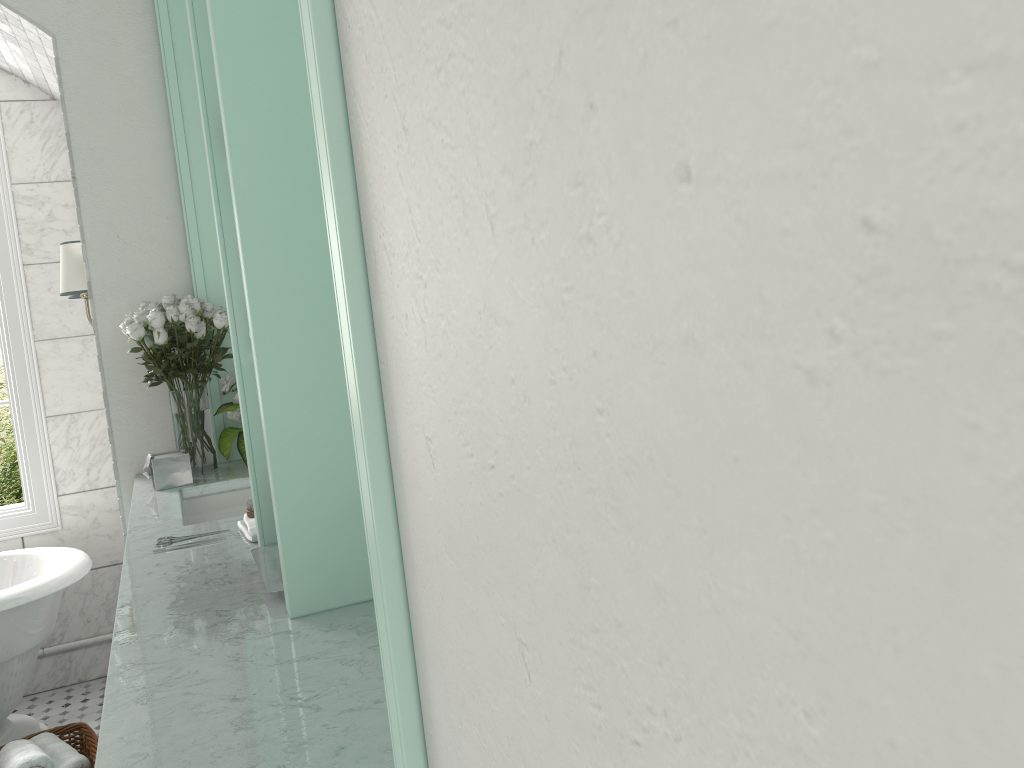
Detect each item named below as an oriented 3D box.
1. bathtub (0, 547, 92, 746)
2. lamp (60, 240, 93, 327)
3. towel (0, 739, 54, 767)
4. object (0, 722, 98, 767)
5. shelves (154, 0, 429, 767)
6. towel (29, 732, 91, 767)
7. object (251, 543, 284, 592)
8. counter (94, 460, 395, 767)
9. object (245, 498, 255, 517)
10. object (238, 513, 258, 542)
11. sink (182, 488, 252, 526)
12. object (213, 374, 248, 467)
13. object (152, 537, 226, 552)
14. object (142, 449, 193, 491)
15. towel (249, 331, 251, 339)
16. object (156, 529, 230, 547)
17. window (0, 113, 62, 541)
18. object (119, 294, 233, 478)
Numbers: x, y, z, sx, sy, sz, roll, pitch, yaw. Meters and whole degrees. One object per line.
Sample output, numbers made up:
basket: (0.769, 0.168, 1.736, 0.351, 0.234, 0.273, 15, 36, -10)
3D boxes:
bathtub: (-2.734, 1.249, 3.367, 2.169, 0.756, 0.942, -9, 6, -22)
lamp: (-1.732, -0.399, 3.760, 0.309, 0.382, 0.548, -8, 6, -21)
towel: (-1.616, 1.299, 2.936, 0.150, 0.211, 0.321, -10, 6, -39)
object: (-1.575, 1.406, 3.025, 0.346, 0.260, 0.550, -10, 6, -31)
shelves: (-0.509, -0.707, 2.099, 0.466, 2.117, 2.812, -8, 5, -21)
towel: (-1.567, 1.327, 3.073, 0.312, 0.185, 0.165, -2, 6, 38)
object: (-0.306, 0.343, 1.855, 0.439, 0.008, 0.350, -9, 6, -21)
counter: (-0.498, 0.312, 2.128, 0.825, 0.181, 2.810, -9, 6, -21)
object: (-0.567, 0.299, 2.280, 0.228, 0.044, 0.068, -8, 5, -13)
object: (-0.573, 0.331, 2.262, 0.240, 0.055, 0.317, -9, 7, -25)
sink: (-0.814, 0.405, 2.703, 0.347, 0.079, 0.603, -9, 6, -21)
object: (-0.869, 0.093, 3.183, 0.395, 0.401, 0.453, -8, 5, -20)
object: (-0.775, 0.386, 2.131, 0.167, 0.005, 0.020, -8, 6, -17)
object: (-1.167, 0.287, 2.988, 0.147, 0.112, 0.136, -9, 6, -26)
towel: (-0.399, -0.162, 1.884, 0.311, 0.162, 0.153, -9, 5, -22)
object: (-0.806, 0.380, 2.225, 0.176, 0.007, 0.075, -10, 7, -30)
window: (-3.166, -0.318, 3.918, 1.835, 2.317, 0.118, -8, 4, -22)
object: (-1.147, 0.004, 3.140, 0.392, 0.652, 0.357, -7, 4, -10)
